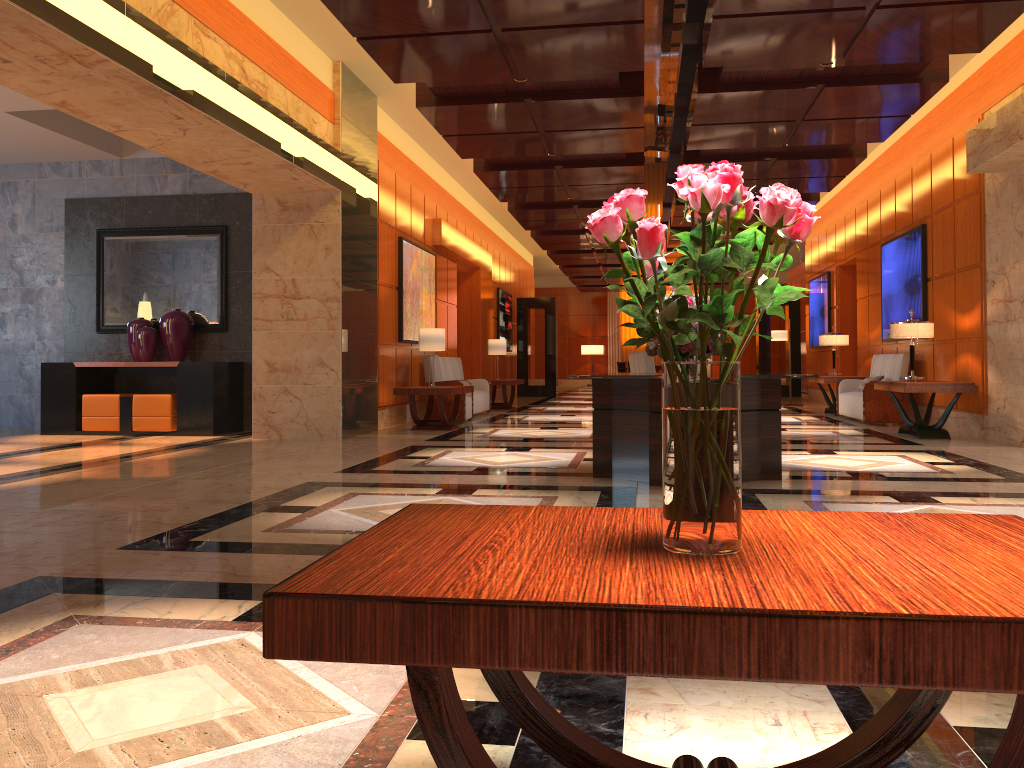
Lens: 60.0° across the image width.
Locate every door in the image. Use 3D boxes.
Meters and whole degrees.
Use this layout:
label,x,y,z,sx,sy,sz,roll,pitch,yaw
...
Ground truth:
label,x,y,z,sx,sy,sz,roll,pitch,yaw
door,-1.090,-0.875,16.833,0.340,2.653,1.499,0,0,8
door,6.176,-0.884,15.770,0.340,2.653,1.537,0,0,8

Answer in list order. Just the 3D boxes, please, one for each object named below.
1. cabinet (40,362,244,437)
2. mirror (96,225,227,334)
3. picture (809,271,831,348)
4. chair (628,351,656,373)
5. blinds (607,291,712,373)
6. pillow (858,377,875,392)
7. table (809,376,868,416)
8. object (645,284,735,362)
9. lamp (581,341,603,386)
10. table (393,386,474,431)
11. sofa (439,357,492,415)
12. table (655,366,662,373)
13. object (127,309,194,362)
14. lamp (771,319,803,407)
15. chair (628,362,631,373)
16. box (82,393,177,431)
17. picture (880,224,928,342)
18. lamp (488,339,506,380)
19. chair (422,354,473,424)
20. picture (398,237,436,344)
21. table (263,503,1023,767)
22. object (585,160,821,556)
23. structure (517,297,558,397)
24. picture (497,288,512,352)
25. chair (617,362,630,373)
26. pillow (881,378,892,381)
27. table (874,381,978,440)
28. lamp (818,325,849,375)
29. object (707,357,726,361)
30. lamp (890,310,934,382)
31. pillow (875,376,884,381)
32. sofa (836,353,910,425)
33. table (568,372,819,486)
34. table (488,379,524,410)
label,x,y,z,sx,sy,sz,roll,pitch,yaw
cabinet,-4.474,0.168,10.780,2.190,0.868,0.783,0,0,8
mirror,-4.428,-1.309,11.168,1.766,1.339,0.029,0,-1,8
picture,6.261,-1.467,18.054,0.056,1.453,1.996,0,0,8
chair,1.800,0.085,10.745,0.628,0.961,0.737,0,0,-13
blinds,5.511,-1.981,33.128,3.852,4.067,0.149,0,-1,8
pillow,5.099,0.009,12.747,0.195,0.227,0.344,0,1,14
table,5.179,0.183,14.001,0.725,0.607,1.270,0,1,9
object,1.280,-0.408,6.568,0.650,0.659,0.680,0,0,0
lamp,2.983,-0.756,32.845,0.810,1.662,0.810,0,-1,-42
table,-0.975,0.305,11.274,0.725,0.534,1.167,0,1,11
sofa,-0.776,0.035,14.081,0.612,0.933,1.799,0,1,9
table,5.203,-0.225,28.624,2.107,0.742,0.783,-1,0,-20
object,-4.370,-0.596,10.903,0.861,0.652,0.520,0,0,8
lamp,5.201,-0.408,16.823,0.526,1.662,0.359,0,-1,-2
chair,4.201,-0.310,29.838,0.576,0.894,0.584,-1,0,37
box,-4.495,0.334,10.633,1.132,0.428,0.489,0,0,8
picture,5.397,-1.334,12.258,0.056,1.453,1.996,0,0,8
lamp,3.100,-0.337,10.757,0.335,0.735,12.996,0,1,-32
chair,-0.902,0.059,12.466,0.628,0.961,0.737,0,0,7
picture,-1.385,-1.324,13.170,0.056,1.453,1.996,0,0,8
table,0.316,0.520,1.382,1.167,0.534,0.725,0,0,8
object,0.294,-0.045,1.365,0.350,0.596,0.327,0,-1,29
structure,0.646,-0.933,22.491,0.985,2.499,0.500,0,-1,8
picture,-0.167,-1.512,21.340,0.056,1.453,1.996,0,0,8
chair,3.703,-0.282,28.682,0.584,0.894,0.576,0,0,-43
pillow,4.963,0.034,11.876,0.202,0.230,0.273,0,0,11
table,4.556,0.279,9.825,0.725,0.607,1.270,0,1,9
lamp,5.117,-0.534,14.090,0.458,0.794,0.458,0,-1,-30
object,2.610,-0.265,12.254,0.788,0.617,0.417,0,0,-14
lamp,4.505,-0.432,9.982,0.458,0.810,0.458,0,0,18
pillow,5.063,0.010,12.313,0.160,0.253,0.358,0,1,5
sofa,4.992,0.048,12.304,0.612,0.933,1.799,0,1,9
table,1.282,0.296,6.537,1.600,0.745,1.600,0,1,8
table,-0.236,0.191,16.229,0.725,0.534,1.167,0,1,11
